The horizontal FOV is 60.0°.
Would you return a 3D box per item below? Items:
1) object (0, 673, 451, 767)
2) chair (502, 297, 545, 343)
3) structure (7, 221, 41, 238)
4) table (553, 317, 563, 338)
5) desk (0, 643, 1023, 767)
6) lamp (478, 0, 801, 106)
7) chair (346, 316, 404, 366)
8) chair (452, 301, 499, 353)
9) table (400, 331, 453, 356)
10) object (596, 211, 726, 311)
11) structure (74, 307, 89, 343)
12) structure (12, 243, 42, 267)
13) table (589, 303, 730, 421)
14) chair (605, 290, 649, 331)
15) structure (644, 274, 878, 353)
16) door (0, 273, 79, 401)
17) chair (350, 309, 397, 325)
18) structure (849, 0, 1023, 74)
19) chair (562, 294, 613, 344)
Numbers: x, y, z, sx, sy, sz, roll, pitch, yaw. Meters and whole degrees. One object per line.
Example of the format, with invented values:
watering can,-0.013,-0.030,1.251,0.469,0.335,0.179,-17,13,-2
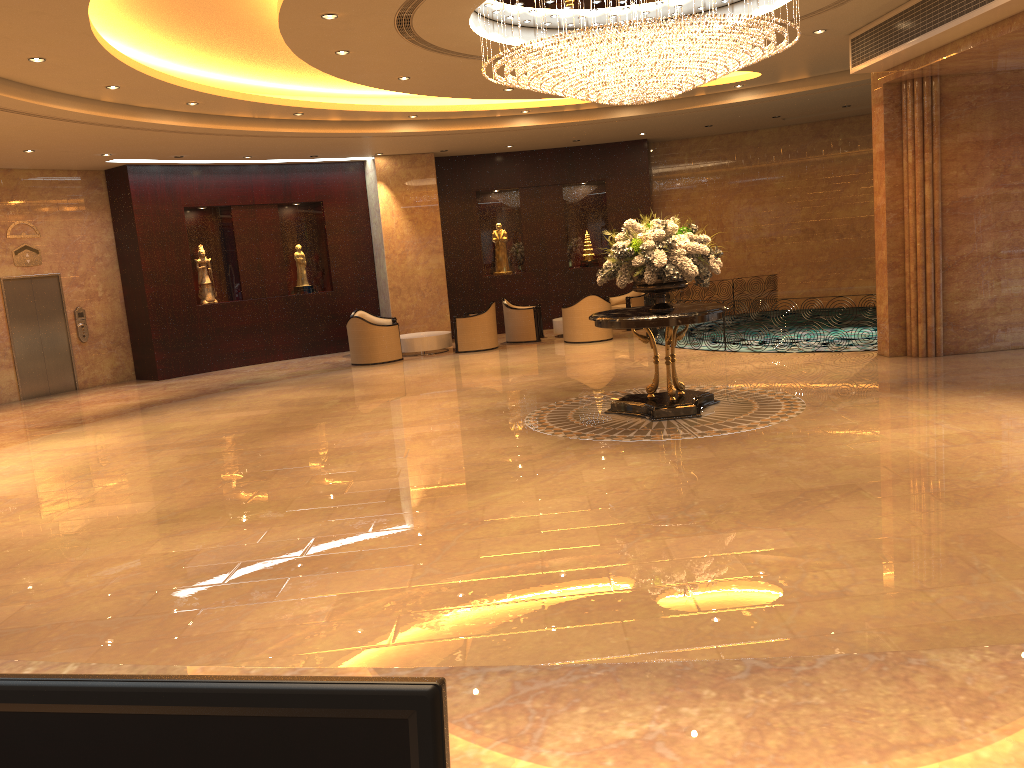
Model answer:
object,-0.343,0.564,0.956,0.430,0.500,0.531,-13,12,-41
chair,0.214,-1.336,18.080,0.769,0.916,0.951,-4,9,8
structure,-8.531,-2.701,15.464,0.010,0.293,0.600,1,10,33
table,1.450,-1.199,18.335,1.196,0.354,1.196,-1,9,25
desk,-2.850,1.072,3.202,12.951,1.155,3.466,0,10,32
lamp,1.274,-3.494,9.099,3.206,1.196,3.204,1,10,34
chair,-2.629,-0.848,16.501,0.951,0.916,0.769,0,10,32
chair,-0.674,-1.125,17.199,0.769,0.916,0.951,-3,9,12
table,-1.781,-0.800,17.573,1.196,0.354,1.196,-1,9,24
object,1.544,-1.285,9.411,1.277,0.999,1.318,0,10,28
structure,-7.928,-1.093,16.343,0.053,0.661,0.200,2,11,37
structure,-8.493,-2.261,15.532,0.012,0.405,0.504,1,10,33
table,1.613,-0.261,9.596,1.493,1.089,1.493,-6,9,-9
chair,2.498,-1.639,18.757,0.769,0.916,0.951,-9,10,-27
structure,4.406,-1.333,16.624,3.815,0.995,7.624,-3,9,16
door,-8.414,-0.854,15.772,0.150,2.149,1.070,1,10,33
chair,-2.882,-1.075,18.141,0.951,0.916,0.769,-13,12,-42
structure,4.616,-3.907,9.253,0.425,0.483,4.113,-5,9,-2
chair,1.467,-1.277,16.970,0.951,0.916,0.769,-6,9,-7
